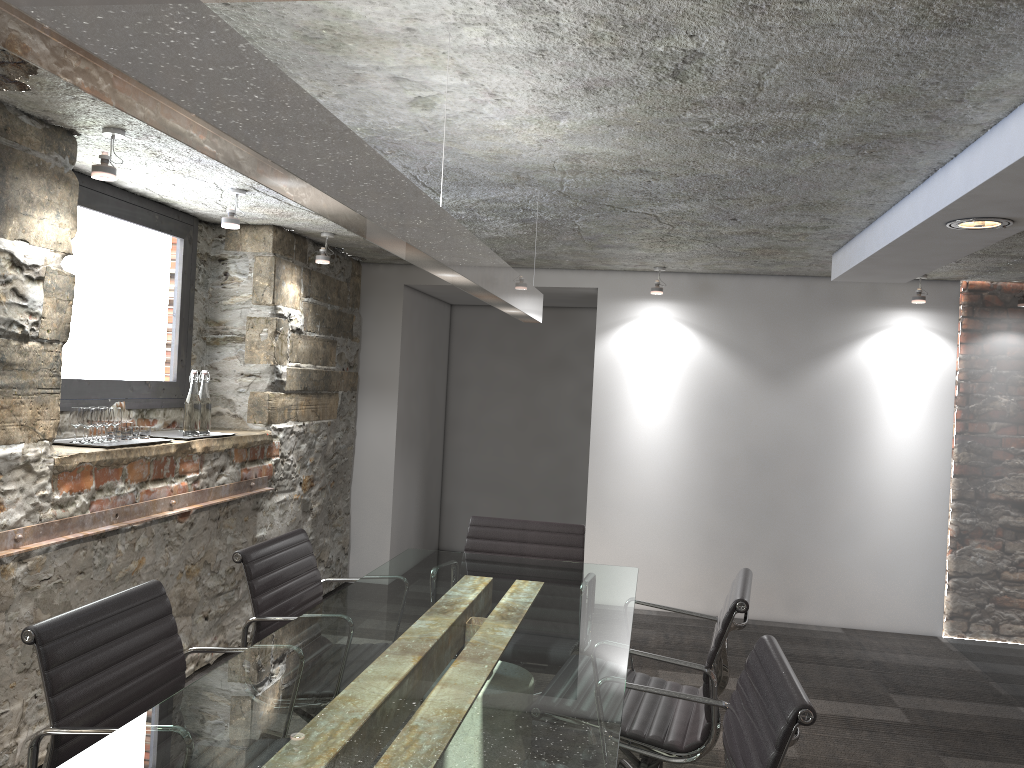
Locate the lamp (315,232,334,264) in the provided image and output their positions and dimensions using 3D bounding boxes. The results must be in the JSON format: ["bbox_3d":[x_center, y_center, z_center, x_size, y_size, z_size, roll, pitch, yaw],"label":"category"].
[{"bbox_3d":[-1.012,-0.734,4.799,0.077,0.165,0.098,3,0,42],"label":"lamp"}]

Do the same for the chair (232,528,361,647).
[{"bbox_3d":[-0.540,0.939,2.862,0.667,0.837,0.693,3,0,1],"label":"chair"}]

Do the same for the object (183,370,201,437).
[{"bbox_3d":[-1.438,0.087,3.995,0.073,0.300,0.073,3,0,-22],"label":"object"}]

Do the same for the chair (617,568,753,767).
[{"bbox_3d":[0.401,0.987,2.689,0.667,0.837,0.693,3,0,7],"label":"chair"}]

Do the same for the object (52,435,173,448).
[{"bbox_3d":[-1.594,0.225,3.491,0.310,0.007,0.457,3,0,9],"label":"object"}]

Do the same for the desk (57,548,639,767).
[{"bbox_3d":[-0.238,1.017,1.907,0.909,0.711,3.154,3,0,9],"label":"desk"}]

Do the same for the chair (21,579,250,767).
[{"bbox_3d":[-0.700,0.929,1.997,0.667,0.837,0.693,3,0,0],"label":"chair"}]

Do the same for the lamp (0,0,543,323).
[{"bbox_3d":[-0.162,-0.517,1.909,0.073,0.524,3.159,3,0,9],"label":"lamp"}]

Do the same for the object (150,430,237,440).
[{"bbox_3d":[-1.502,0.231,4.047,0.310,0.007,0.457,3,0,9],"label":"object"}]

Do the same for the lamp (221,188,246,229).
[{"bbox_3d":[-1.182,-0.744,3.770,0.077,0.165,0.098,3,0,42],"label":"lamp"}]

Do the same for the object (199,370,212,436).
[{"bbox_3d":[-1.422,0.088,4.087,0.073,0.300,0.073,3,0,-22],"label":"object"}]

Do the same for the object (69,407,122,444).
[{"bbox_3d":[-1.592,0.156,3.387,0.108,0.131,0.218,3,0,8],"label":"object"}]

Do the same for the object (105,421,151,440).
[{"bbox_3d":[-1.566,0.188,3.601,0.111,0.072,0.191,3,0,17],"label":"object"}]

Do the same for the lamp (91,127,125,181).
[{"bbox_3d":[-1.324,-0.753,2.910,0.077,0.165,0.098,3,0,42],"label":"lamp"}]

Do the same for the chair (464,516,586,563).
[{"bbox_3d":[-0.009,0.967,3.327,0.693,0.837,0.667,3,0,2],"label":"chair"}]

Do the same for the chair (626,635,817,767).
[{"bbox_3d":[0.266,0.979,1.853,0.667,0.837,0.693,3,0,-1],"label":"chair"}]
